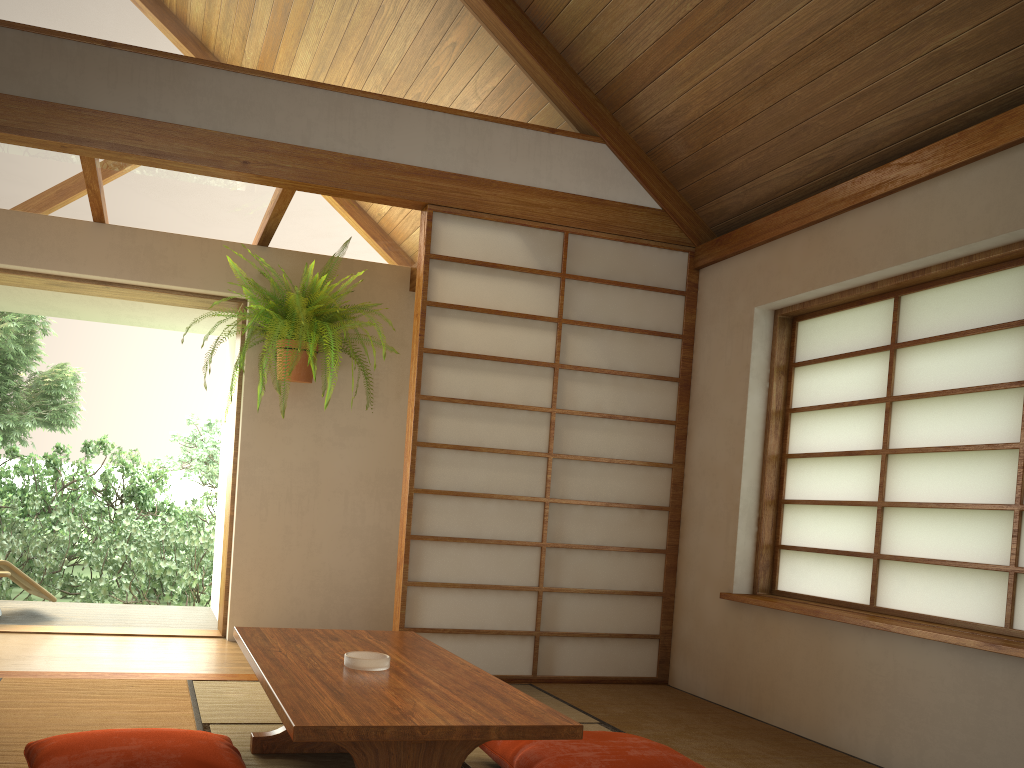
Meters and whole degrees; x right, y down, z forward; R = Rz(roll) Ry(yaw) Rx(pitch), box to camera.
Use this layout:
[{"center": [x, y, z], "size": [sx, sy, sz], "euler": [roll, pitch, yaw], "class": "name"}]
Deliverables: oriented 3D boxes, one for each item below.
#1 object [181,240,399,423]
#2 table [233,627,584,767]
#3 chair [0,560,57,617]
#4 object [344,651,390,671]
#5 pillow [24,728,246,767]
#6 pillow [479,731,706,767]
[{"center": [-1.139, -0.262, 4.837], "size": [1.217, 1.127, 1.111], "euler": [6, -4, -25], "class": "object"}, {"center": [-0.382, 0.905, 2.296], "size": [0.578, 0.334, 1.259], "euler": [6, -8, -21], "class": "table"}, {"center": [-3.439, 1.080, 5.292], "size": [1.165, 0.626, 0.855], "euler": [10, -8, -44], "class": "chair"}, {"center": [-0.375, 0.717, 2.267], "size": [0.127, 0.030, 0.112], "euler": [-4, -11, 44], "class": "object"}, {"center": [-0.916, 0.948, 2.170], "size": [0.531, 0.148, 0.593], "euler": [7, -8, -25], "class": "pillow"}, {"center": [0.244, 1.083, 2.492], "size": [0.536, 0.131, 0.588], "euler": [7, -8, -20], "class": "pillow"}]
